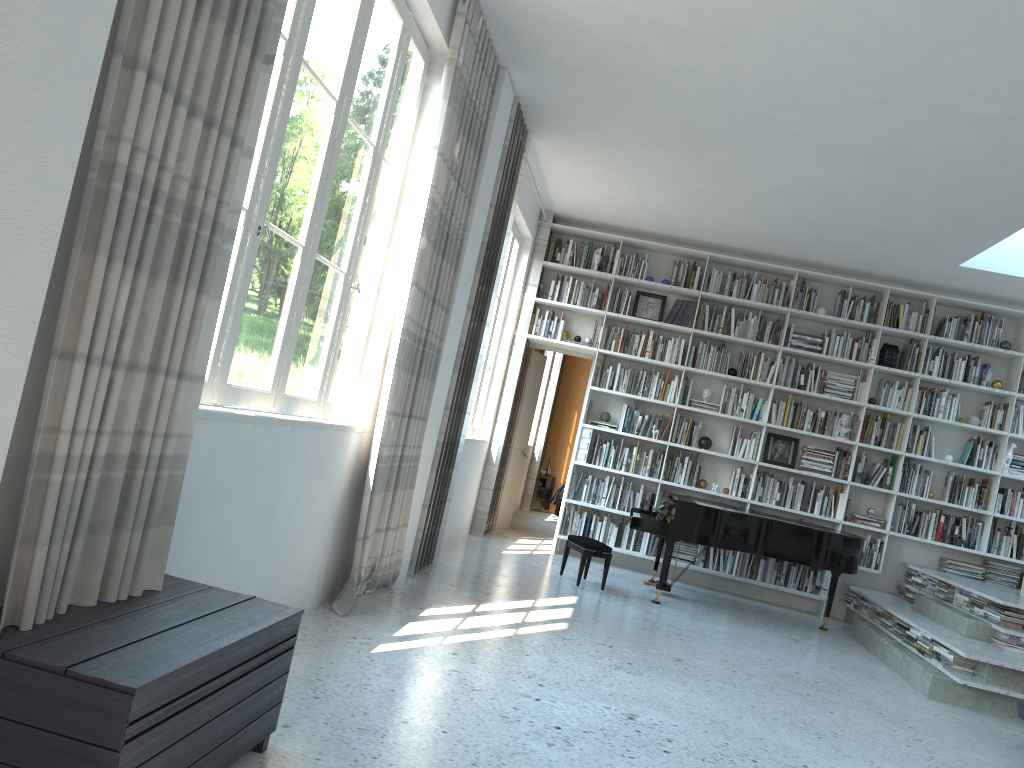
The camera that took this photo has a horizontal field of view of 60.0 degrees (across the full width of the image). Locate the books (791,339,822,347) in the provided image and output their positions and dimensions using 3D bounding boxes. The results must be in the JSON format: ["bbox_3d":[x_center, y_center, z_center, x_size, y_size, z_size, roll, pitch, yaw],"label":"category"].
[{"bbox_3d":[2.805,-0.382,8.481,0.285,0.024,0.159,12,-3,13],"label":"books"}]

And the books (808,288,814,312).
[{"bbox_3d":[2.851,-0.783,8.506,0.013,0.264,0.147,12,-2,8],"label":"books"}]

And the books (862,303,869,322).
[{"bbox_3d":[3.331,-0.650,8.407,0.023,0.202,0.193,12,-3,8],"label":"books"}]

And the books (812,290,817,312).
[{"bbox_3d":[2.884,-0.768,8.514,0.013,0.249,0.148,12,-2,8],"label":"books"}]

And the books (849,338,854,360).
[{"bbox_3d":[3.206,-0.315,8.425,0.010,0.230,0.152,12,-2,8],"label":"books"}]

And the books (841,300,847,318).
[{"bbox_3d":[3.150,-0.691,8.470,0.031,0.208,0.147,12,-2,8],"label":"books"}]

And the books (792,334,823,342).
[{"bbox_3d":[2.816,-0.429,8.490,0.285,0.024,0.159,12,-3,10],"label":"books"}]

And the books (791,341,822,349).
[{"bbox_3d":[2.800,-0.364,8.487,0.285,0.012,0.159,12,-3,6],"label":"books"}]

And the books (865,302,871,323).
[{"bbox_3d":[3.364,-0.657,8.448,0.026,0.233,0.137,12,-2,8],"label":"books"}]

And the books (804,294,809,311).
[{"bbox_3d":[2.807,-0.758,8.510,0.023,0.195,0.172,12,-3,8],"label":"books"}]

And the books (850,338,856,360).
[{"bbox_3d":[3.217,-0.313,8.417,0.012,0.230,0.158,12,-2,8],"label":"books"}]

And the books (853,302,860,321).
[{"bbox_3d":[3.262,-0.665,8.434,0.033,0.203,0.166,12,-3,8],"label":"books"}]

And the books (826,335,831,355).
[{"bbox_3d":[3.002,-0.354,8.477,0.024,0.223,0.128,12,-2,8],"label":"books"}]

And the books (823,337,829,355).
[{"bbox_3d":[2.971,-0.344,8.451,0.025,0.187,0.193,12,-3,8],"label":"books"}]

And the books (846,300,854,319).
[{"bbox_3d":[3.196,-0.683,8.446,0.050,0.211,0.173,12,-3,8],"label":"books"}]

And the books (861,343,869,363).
[{"bbox_3d":[3.319,-0.277,8.398,0.029,0.202,0.191,12,-3,8],"label":"books"}]

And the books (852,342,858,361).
[{"bbox_3d":[3.231,-0.289,8.409,0.029,0.188,0.176,12,-3,8],"label":"books"}]

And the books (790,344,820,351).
[{"bbox_3d":[2.795,-0.341,8.484,0.254,0.012,0.161,12,-3,5],"label":"books"}]

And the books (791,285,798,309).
[{"bbox_3d":[2.696,-0.811,8.516,0.026,0.253,0.185,12,-2,8],"label":"books"}]

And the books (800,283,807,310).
[{"bbox_3d":[2.781,-0.814,8.519,0.010,0.296,0.153,12,-2,8],"label":"books"}]

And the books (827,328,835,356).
[{"bbox_3d":[3.020,-0.383,8.435,0.011,0.284,0.190,12,-2,8],"label":"books"}]

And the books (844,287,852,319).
[{"bbox_3d":[3.180,-0.748,8.447,0.010,0.331,0.186,12,-2,8],"label":"books"}]

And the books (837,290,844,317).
[{"bbox_3d":[3.114,-0.742,8.458,0.014,0.292,0.176,12,-2,8],"label":"books"}]

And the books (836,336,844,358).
[{"bbox_3d":[3.103,-0.332,8.437,0.028,0.219,0.183,12,-3,8],"label":"books"}]

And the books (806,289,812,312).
[{"bbox_3d":[2.838,-0.778,8.514,0.014,0.248,0.139,12,-2,8],"label":"books"}]

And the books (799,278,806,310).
[{"bbox_3d":[2.775,-0.838,8.528,0.014,0.341,0.145,12,-2,8],"label":"books"}]

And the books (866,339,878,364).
[{"bbox_3d":[3.369,-0.287,8.336,0.037,0.237,0.272,12,-3,8],"label":"books"}]

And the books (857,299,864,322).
[{"bbox_3d":[3.294,-0.675,8.436,0.023,0.236,0.154,12,-2,8],"label":"books"}]

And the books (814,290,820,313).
[{"bbox_3d":[2.903,-0.768,8.495,0.011,0.256,0.143,12,-2,8],"label":"books"}]

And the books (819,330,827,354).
[{"bbox_3d":[2.961,-0.380,8.459,0.012,0.254,0.161,12,-2,8],"label":"books"}]

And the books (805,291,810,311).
[{"bbox_3d":[2.828,-0.771,8.528,0.006,0.233,0.136,12,-2,8],"label":"books"}]

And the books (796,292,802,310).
[{"bbox_3d":[2.738,-0.772,8.515,0.026,0.194,0.166,12,-3,8],"label":"books"}]

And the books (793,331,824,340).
[{"bbox_3d":[2.822,-0.453,8.496,0.285,0.024,0.159,12,-3,8],"label":"books"}]

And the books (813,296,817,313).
[{"bbox_3d":[2.887,-0.736,8.502,0.010,0.186,0.152,12,-3,8],"label":"books"}]

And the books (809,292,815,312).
[{"bbox_3d":[2.860,-0.759,8.499,0.016,0.219,0.144,12,-2,8],"label":"books"}]

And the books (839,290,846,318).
[{"bbox_3d":[3.138,-0.738,8.463,0.011,0.296,0.157,12,-2,8],"label":"books"}]

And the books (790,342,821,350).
[{"bbox_3d":[2.797,-0.353,8.485,0.285,0.012,0.159,12,-3,5],"label":"books"}]

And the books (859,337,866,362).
[{"bbox_3d":[3.299,-0.311,8.417,0.029,0.261,0.133,12,-2,8],"label":"books"}]

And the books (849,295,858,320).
[{"bbox_3d":[3.243,-0.702,8.459,0.028,0.269,0.140,12,-2,8],"label":"books"}]

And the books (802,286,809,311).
[{"bbox_3d":[2.797,-0.796,8.501,0.011,0.265,0.163,12,-2,8],"label":"books"}]

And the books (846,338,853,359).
[{"bbox_3d":[3.177,-0.318,8.416,0.023,0.223,0.191,12,-3,8],"label":"books"}]

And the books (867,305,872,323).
[{"bbox_3d":[3.380,-0.639,8.439,0.014,0.204,0.135,12,-2,8],"label":"books"}]

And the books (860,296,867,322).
[{"bbox_3d":[3.312,-0.689,8.420,0.010,0.270,0.180,12,-2,8],"label":"books"}]

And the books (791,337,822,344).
[{"bbox_3d":[2.810,-0.406,8.484,0.254,0.025,0.161,12,-3,4],"label":"books"}]

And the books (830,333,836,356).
[{"bbox_3d":[3.033,-0.356,8.447,0.021,0.237,0.171,12,-2,8],"label":"books"}]

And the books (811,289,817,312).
[{"bbox_3d":[2.873,-0.774,8.497,0.005,0.255,0.168,12,-2,8],"label":"books"}]

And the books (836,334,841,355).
[{"bbox_3d":[3.087,-0.347,8.450,0.012,0.244,0.131,12,-2,8],"label":"books"}]

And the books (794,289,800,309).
[{"bbox_3d":[2.720,-0.792,8.531,0.023,0.227,0.157,12,-2,8],"label":"books"}]

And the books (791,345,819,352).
[{"bbox_3d":[2.792,-0.330,8.480,0.254,0.012,0.161,12,-3,13],"label":"books"}]

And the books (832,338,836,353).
[{"bbox_3d":[3.046,-0.335,8.456,0.011,0.204,0.133,12,-2,8],"label":"books"}]

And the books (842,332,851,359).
[{"bbox_3d":[3.161,-0.345,8.429,0.023,0.269,0.185,12,-2,8],"label":"books"}]

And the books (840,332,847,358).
[{"bbox_3d":[3.139,-0.351,8.453,0.029,0.273,0.140,12,-2,8],"label":"books"}]

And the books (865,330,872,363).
[{"bbox_3d":[3.355,-0.337,8.406,0.012,0.334,0.156,12,-2,8],"label":"books"}]

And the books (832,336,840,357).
[{"bbox_3d":[3.064,-0.339,8.440,0.027,0.216,0.190,12,-3,8],"label":"books"}]

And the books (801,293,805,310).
[{"bbox_3d":[2.783,-0.767,8.528,0.011,0.205,0.145,12,-2,8],"label":"books"}]

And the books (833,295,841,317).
[{"bbox_3d":[3.099,-0.720,8.476,0.012,0.245,0.151,12,-2,8],"label":"books"}]

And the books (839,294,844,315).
[{"bbox_3d":[3.125,-0.726,8.472,0.011,0.267,0.129,12,-2,8],"label":"books"}]

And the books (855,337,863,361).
[{"bbox_3d":[3.267,-0.312,8.405,0.032,0.248,0.173,12,-2,8],"label":"books"}]

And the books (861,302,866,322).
[{"bbox_3d":[3.318,-0.660,8.427,0.012,0.217,0.179,12,-3,8],"label":"books"}]
